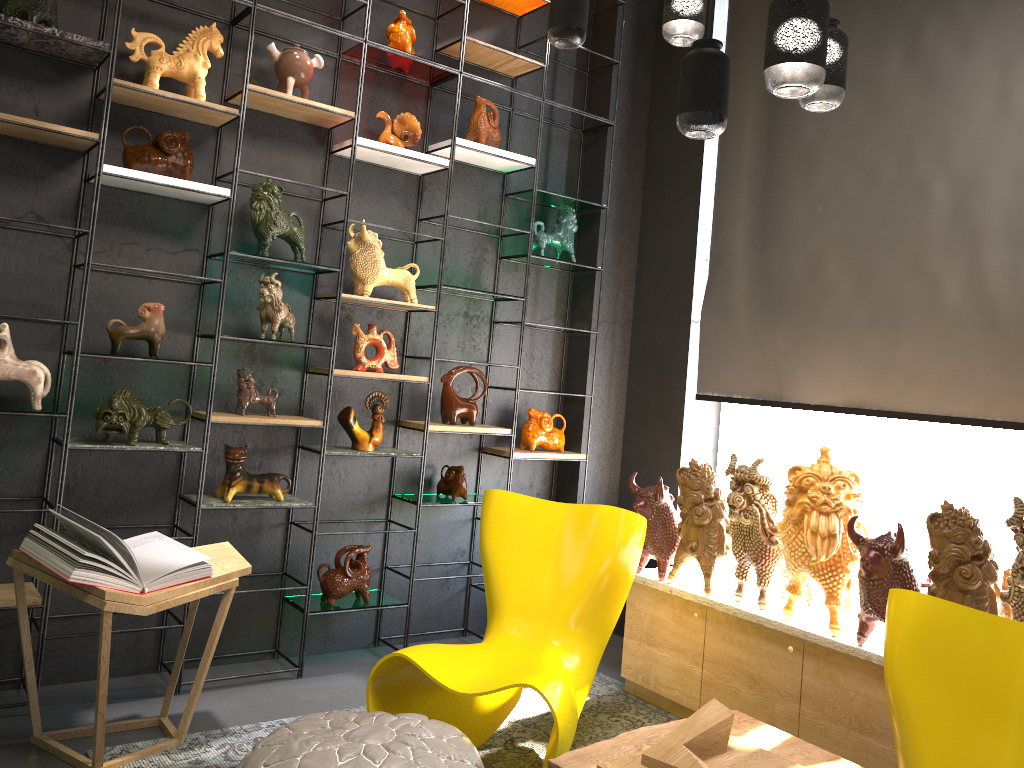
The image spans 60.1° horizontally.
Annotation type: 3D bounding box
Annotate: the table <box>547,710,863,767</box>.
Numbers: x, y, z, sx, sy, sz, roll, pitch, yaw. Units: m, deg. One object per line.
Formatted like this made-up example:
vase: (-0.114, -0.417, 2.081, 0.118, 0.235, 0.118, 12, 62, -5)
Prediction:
table: (0.582, 1.216, 2.397, 0.825, 0.310, 0.695, 5, 0, -36)

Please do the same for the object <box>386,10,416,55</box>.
object: (-0.526, -1.620, 4.189, 0.138, 0.223, 0.277, 5, -1, -6)

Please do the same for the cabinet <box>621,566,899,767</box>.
cabinet: (1.425, 1.175, 2.880, 0.402, 0.532, 2.734, 7, -1, -36)

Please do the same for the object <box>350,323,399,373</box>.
object: (-0.629, -0.162, 4.057, 0.266, 0.224, 0.060, 6, -3, -35)

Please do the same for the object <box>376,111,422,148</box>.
object: (-0.528, -1.174, 4.119, 0.233, 0.210, 0.107, 6, -3, -19)

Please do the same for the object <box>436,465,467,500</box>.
object: (-0.292, 0.471, 4.312, 0.104, 0.169, 0.211, 7, -2, -37)

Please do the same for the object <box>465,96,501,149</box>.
object: (-0.130, -1.275, 4.403, 0.126, 0.250, 0.252, 4, -2, 24)

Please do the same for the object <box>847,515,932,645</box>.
object: (1.339, 0.678, 3.013, 0.461, 0.442, 0.219, 6, -3, -31)

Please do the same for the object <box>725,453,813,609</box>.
object: (1.002, 0.578, 3.518, 0.428, 0.582, 0.272, 7, -4, -43)

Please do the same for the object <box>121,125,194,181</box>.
object: (-1.394, -0.910, 3.484, 0.276, 0.223, 0.139, 6, -3, -36)

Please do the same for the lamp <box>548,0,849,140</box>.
lamp: (-0.228, -1.810, 1.562, 2.677, 2.282, 2.834, 5, -1, 8)

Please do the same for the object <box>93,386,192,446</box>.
object: (-1.455, 0.121, 3.423, 0.192, 0.221, 0.401, 4, -1, 23)

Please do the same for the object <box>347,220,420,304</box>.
object: (-0.592, -0.549, 4.050, 0.368, 0.353, 0.175, 6, -3, -31)

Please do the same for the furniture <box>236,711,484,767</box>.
furniture: (-0.392, 1.086, 2.282, 0.676, 0.384, 0.680, 6, -1, -36)

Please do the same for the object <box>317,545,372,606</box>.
object: (-0.748, 0.846, 3.932, 0.252, 0.251, 0.126, 6, -3, -36)

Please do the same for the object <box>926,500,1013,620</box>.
object: (1.525, 0.656, 2.845, 0.473, 0.548, 0.249, 6, -3, -28)

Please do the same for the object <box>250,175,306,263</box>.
object: (-0.997, -0.700, 3.762, 0.254, 0.358, 0.167, 7, -3, -31)

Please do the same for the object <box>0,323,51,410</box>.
object: (-1.832, -0.068, 3.162, 0.340, 0.305, 0.164, 6, -3, -31)

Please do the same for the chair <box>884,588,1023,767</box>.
chair: (0.997, 0.961, 1.886, 1.064, 0.900, 0.659, 6, -3, -41)

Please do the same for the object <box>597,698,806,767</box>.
object: (0.541, 0.988, 2.400, 0.517, 0.137, 0.351, 5, 0, -41)

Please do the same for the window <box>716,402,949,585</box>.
window: (1.885, -0.665, 3.875, 0.051, 3.180, 2.311, 8, -4, -36)

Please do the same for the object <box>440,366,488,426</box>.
object: (-0.249, 0.055, 4.316, 0.248, 0.291, 0.114, 7, -3, -36)

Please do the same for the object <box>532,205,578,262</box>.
object: (0.224, -0.808, 4.675, 0.288, 0.334, 0.152, 7, -4, -44)

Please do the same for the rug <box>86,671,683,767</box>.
rug: (0.559, 1.366, 2.042, 2.181, 0.010, 3.601, 5, 0, -36)

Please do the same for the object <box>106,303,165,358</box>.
object: (-1.457, -0.215, 3.436, 0.119, 0.221, 0.211, 3, -3, 38)

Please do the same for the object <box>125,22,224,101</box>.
object: (-1.343, -1.303, 3.528, 0.374, 0.364, 0.170, 7, -3, -41)

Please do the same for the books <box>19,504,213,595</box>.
books: (-1.305, 0.539, 2.939, 0.401, 0.233, 0.479, 4, -1, 41)

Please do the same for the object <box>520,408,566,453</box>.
object: (0.171, 0.242, 4.621, 0.277, 0.223, 0.139, 6, -3, -35)

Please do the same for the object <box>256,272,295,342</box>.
object: (-1.002, -0.323, 3.731, 0.131, 0.281, 0.207, 4, -2, 12)

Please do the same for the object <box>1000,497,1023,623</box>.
object: (1.632, 0.639, 2.652, 0.428, 0.582, 0.272, 7, -4, -43)

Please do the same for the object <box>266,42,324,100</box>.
object: (-0.941, -1.335, 3.813, 0.164, 0.268, 0.236, 4, -2, 25)

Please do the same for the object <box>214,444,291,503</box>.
object: (-1.062, 0.372, 3.699, 0.308, 0.237, 0.155, 6, -3, -32)

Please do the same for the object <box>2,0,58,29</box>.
object: (-1.783, -1.409, 3.269, 0.254, 0.251, 0.125, 4, -3, 29)

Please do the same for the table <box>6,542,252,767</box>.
table: (-1.259, 0.891, 2.919, 0.730, 0.621, 0.496, 6, -2, -35)

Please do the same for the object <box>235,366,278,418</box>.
object: (-1.075, 0.035, 3.733, 0.182, 0.211, 0.096, 6, -3, -33)

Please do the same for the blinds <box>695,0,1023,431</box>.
blinds: (-0.257, -0.961, 5.555, 3.516, 3.319, 12.706, 6, 0, -16)

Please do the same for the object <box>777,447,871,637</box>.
object: (1.183, 0.560, 3.254, 0.467, 0.657, 0.307, 7, -3, -31)

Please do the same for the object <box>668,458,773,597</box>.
object: (0.894, 0.595, 3.711, 0.473, 0.548, 0.249, 6, -3, -28)

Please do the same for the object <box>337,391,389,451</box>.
object: (-0.666, 0.164, 4.009, 0.226, 0.272, 0.123, 7, -3, -36)

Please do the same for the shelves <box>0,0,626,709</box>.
shelves: (-0.791, -0.731, 3.936, 2.980, 3.924, 0.274, 7, -4, -36)

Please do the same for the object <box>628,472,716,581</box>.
object: (0.708, 0.617, 3.880, 0.461, 0.442, 0.219, 6, -3, -31)

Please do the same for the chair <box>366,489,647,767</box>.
chair: (0.063, 0.870, 3.183, 0.659, 0.900, 1.064, 4, -2, 24)
